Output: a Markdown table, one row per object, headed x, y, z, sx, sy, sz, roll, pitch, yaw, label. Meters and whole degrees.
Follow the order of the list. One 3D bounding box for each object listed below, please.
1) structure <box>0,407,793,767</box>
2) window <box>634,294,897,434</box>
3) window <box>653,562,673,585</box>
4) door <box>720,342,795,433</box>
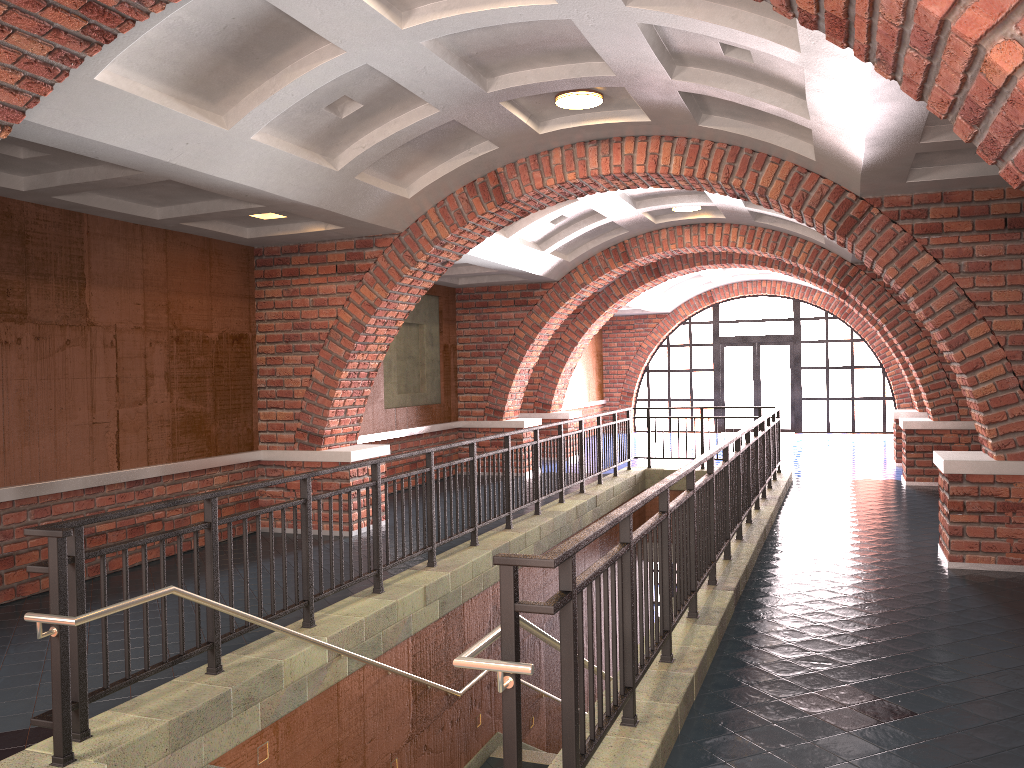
| x | y | z | sx | sy | sz | roll | pitch | yaw | label |
| --- | --- | --- | --- | --- | --- | --- | --- | --- | --- |
| 1.073 | 3.280 | 8.273 | 2.464 | 5.665 | 11.177 | -1 | 1 | 21 | structure |
| 6.084 | -0.483 | 21.843 | 6.353 | 3.471 | 0.100 | -1 | 1 | 21 | window |
| 6.173 | 3.914 | 21.899 | 6.353 | 3.471 | 0.100 | -1 | 1 | 21 | window |
| 6.047 | 0.086 | 21.874 | 1.754 | 2.236 | 0.040 | -1 | 1 | 21 | door |
